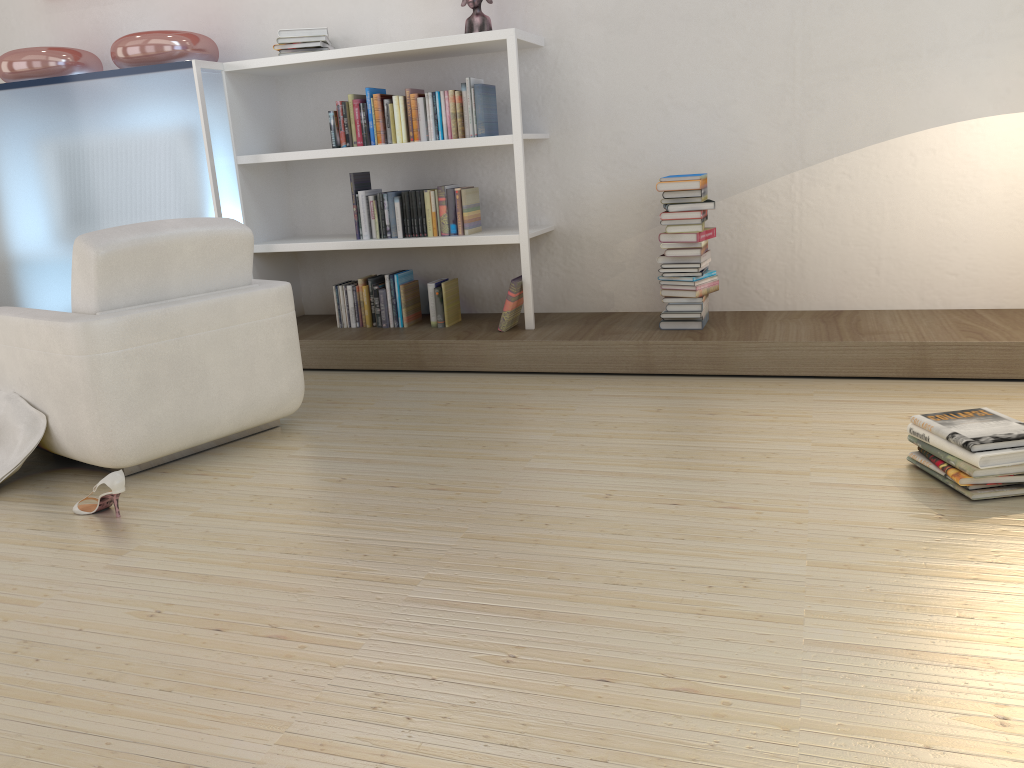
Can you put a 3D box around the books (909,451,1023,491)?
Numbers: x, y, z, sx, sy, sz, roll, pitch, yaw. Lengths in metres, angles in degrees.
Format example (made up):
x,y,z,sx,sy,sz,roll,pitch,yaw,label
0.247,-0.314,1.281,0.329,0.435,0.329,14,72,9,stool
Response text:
x,y,z,sx,sy,sz,roll,pitch,yaw,label
1.352,0.239,2.583,0.247,0.018,0.287,-6,15,-7,books

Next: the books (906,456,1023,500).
x,y,z,sx,sy,sz,roll,pitch,yaw,label
1.354,0.258,2.582,0.247,0.018,0.328,-5,14,-5,books

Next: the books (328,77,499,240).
x,y,z,sx,sy,sz,roll,pitch,yaw,label
-0.486,-1.126,4.494,0.831,0.743,0.215,1,15,19,books

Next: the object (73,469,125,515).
x,y,z,sx,sy,sz,roll,pitch,yaw,label
-1.296,0.333,2.774,0.265,0.149,0.089,5,17,32,object

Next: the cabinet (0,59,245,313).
x,y,z,sx,sy,sz,roll,pitch,yaw,label
-2.183,-1.017,5.098,1.670,1.396,0.689,1,15,19,cabinet

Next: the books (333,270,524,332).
x,y,z,sx,sy,sz,roll,pitch,yaw,label
-0.417,-0.445,4.643,1.125,0.281,0.274,3,16,26,books

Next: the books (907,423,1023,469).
x,y,z,sx,sy,sz,roll,pitch,yaw,label
1.347,0.162,2.557,0.247,0.038,0.319,-6,15,-9,books

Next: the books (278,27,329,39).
x,y,z,sx,sy,sz,roll,pitch,yaw,label
-1.079,-1.804,4.609,0.247,0.038,0.319,-6,15,-9,books

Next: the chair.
x,y,z,sx,sy,sz,roll,pitch,yaw,label
-1.457,-0.221,3.471,0.941,0.828,0.919,8,18,38,chair

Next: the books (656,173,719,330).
x,y,z,sx,sy,sz,roll,pitch,yaw,label
0.822,-0.621,4.150,0.270,0.694,0.329,1,15,19,books

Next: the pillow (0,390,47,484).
x,y,z,sx,sy,sz,roll,pitch,yaw,label
-1.933,0.189,3.218,0.312,0.315,0.615,-17,19,-42,pillow

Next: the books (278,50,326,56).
x,y,z,sx,sy,sz,roll,pitch,yaw,label
-1.072,-1.708,4.634,0.247,0.018,0.328,-5,14,-5,books

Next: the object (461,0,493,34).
x,y,z,sx,sy,sz,roll,pitch,yaw,label
-0.173,-1.875,4.251,0.138,0.409,0.133,-10,16,-23,object

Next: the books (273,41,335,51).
x,y,z,sx,sy,sz,roll,pitch,yaw,label
-1.076,-1.741,4.605,0.247,0.025,0.287,-3,14,4,books

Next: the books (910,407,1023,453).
x,y,z,sx,sy,sz,roll,pitch,yaw,label
1.344,0.130,2.555,0.247,0.025,0.287,-6,15,-7,books

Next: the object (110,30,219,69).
x,y,z,sx,sy,sz,roll,pitch,yaw,label
-1.863,-1.783,4.768,0.546,0.206,0.534,-13,17,-32,object

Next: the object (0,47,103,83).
x,y,z,sx,sy,sz,roll,pitch,yaw,label
-2.620,-1.798,5.035,0.546,0.206,0.534,-2,15,7,object

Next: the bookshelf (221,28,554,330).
x,y,z,sx,sy,sz,roll,pitch,yaw,label
-0.621,-1.016,4.669,1.599,1.396,0.465,1,15,19,bookshelf

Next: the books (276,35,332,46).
x,y,z,sx,sy,sz,roll,pitch,yaw,label
-1.076,-1.772,4.617,0.247,0.027,0.328,-5,14,-5,books

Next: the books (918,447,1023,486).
x,y,z,sx,sy,sz,roll,pitch,yaw,label
1.350,0.225,2.553,0.247,0.025,0.287,-3,14,4,books

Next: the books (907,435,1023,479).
x,y,z,sx,sy,sz,roll,pitch,yaw,label
1.349,0.193,2.565,0.247,0.027,0.328,-5,14,-5,books

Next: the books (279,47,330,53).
x,y,z,sx,sy,sz,roll,pitch,yaw,label
-1.074,-1.727,4.635,0.247,0.018,0.287,-6,15,-7,books
